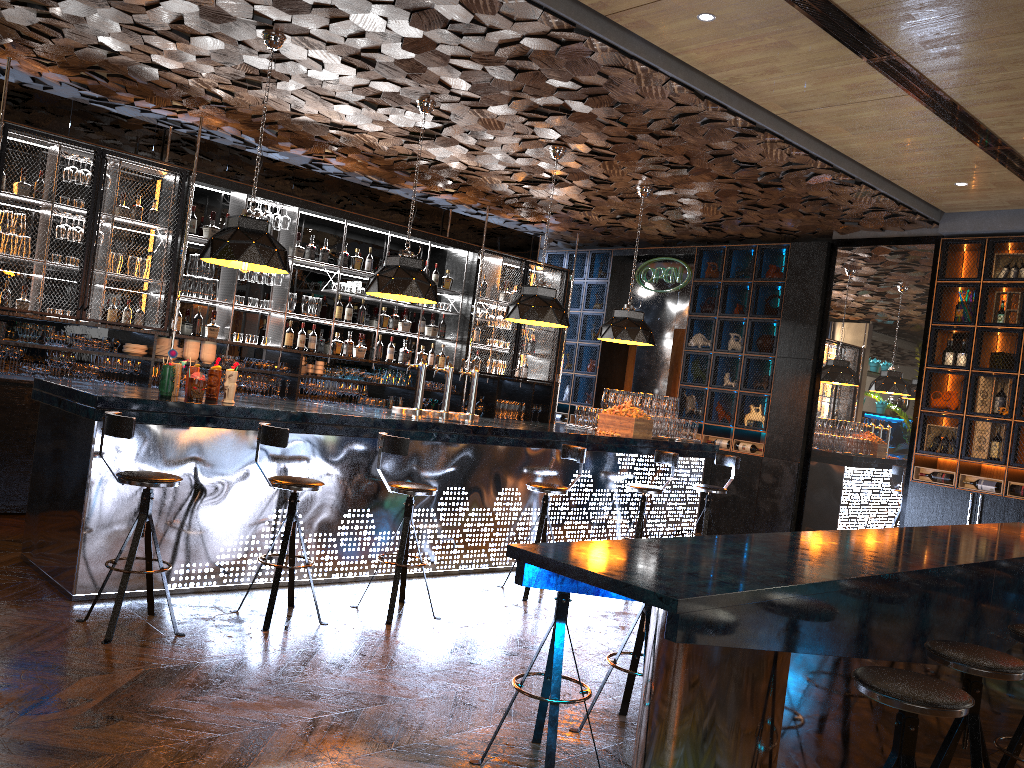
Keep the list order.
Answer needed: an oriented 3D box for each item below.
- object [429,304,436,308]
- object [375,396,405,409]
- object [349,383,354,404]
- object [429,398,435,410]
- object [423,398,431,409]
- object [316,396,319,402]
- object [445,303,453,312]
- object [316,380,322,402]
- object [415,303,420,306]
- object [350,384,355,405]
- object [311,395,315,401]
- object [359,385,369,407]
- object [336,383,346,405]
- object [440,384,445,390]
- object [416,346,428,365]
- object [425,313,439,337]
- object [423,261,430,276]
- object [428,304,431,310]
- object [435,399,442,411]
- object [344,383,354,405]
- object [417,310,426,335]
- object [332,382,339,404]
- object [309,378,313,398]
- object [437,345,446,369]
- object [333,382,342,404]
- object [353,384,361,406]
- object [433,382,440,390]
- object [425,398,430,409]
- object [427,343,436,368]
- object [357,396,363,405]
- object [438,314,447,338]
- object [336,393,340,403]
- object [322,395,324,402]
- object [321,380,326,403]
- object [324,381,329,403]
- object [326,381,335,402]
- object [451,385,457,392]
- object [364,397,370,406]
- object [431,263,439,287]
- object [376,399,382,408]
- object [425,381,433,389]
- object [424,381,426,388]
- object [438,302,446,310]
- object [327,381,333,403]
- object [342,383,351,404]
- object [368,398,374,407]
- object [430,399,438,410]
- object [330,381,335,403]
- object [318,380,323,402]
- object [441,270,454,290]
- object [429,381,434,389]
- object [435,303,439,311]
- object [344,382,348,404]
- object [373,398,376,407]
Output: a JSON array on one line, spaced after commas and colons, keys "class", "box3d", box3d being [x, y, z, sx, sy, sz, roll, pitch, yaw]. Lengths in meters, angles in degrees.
[{"class": "object", "box3d": [-0.931, -0.925, 10.368, 0.089, 0.092, 0.089, 7, 0, -44]}, {"class": "object", "box3d": [-1.386, 0.204, 10.002, 0.356, 0.134, 0.206, 7, 0, -36]}, {"class": "object", "box3d": [-1.763, 0.109, 9.833, 0.091, 0.229, 0.091, 7, 0, 44]}, {"class": "object", "box3d": [-0.957, 0.250, 10.607, 0.107, 0.152, 0.107, 7, 0, -37]}, {"class": "object", "box3d": [-1.004, 0.246, 10.252, 0.106, 0.148, 0.106, 7, 0, -25]}, {"class": "object", "box3d": [-2.040, 0.070, 9.379, 0.058, 0.234, 0.058, 7, 0, -10]}, {"class": "object", "box3d": [-0.753, -0.902, 10.493, 0.089, 0.092, 0.089, 7, 0, 33]}, {"class": "object", "box3d": [-2.018, 0.073, 9.257, 0.058, 0.234, 0.058, 7, 0, 0]}, {"class": "object", "box3d": [-1.093, -0.946, 10.366, 0.089, 0.092, 0.089, 7, 0, 1]}, {"class": "object", "box3d": [-1.729, 0.113, 9.704, 0.091, 0.229, 0.091, 7, 0, 40]}, {"class": "object", "box3d": [-2.099, 0.063, 9.446, 0.058, 0.234, 0.058, 7, 0, 24]}, {"class": "object", "box3d": [-1.610, 0.128, 9.660, 0.091, 0.229, 0.091, 7, 0, 19]}, {"class": "object", "box3d": [-1.819, 0.101, 9.460, 0.091, 0.229, 0.091, 7, 0, 33]}, {"class": "object", "box3d": [-0.804, 0.039, 10.424, 0.088, 0.070, 0.098, 7, 0, -8]}, {"class": "object", "box3d": [-1.055, -0.322, 10.367, 0.151, 0.248, 0.094, 7, 0, -34]}, {"class": "object", "box3d": [-0.936, -0.689, 10.417, 0.123, 0.279, 0.123, 7, 0, 36]}, {"class": "object", "box3d": [-1.003, -1.284, 10.307, 0.086, 0.299, 0.086, 7, 0, 6]}, {"class": "object", "box3d": [-0.952, -0.928, 10.512, 0.089, 0.092, 0.089, 7, 0, 33]}, {"class": "object", "box3d": [-0.866, 0.262, 10.515, 0.107, 0.152, 0.107, 7, 0, -29]}, {"class": "object", "box3d": [-1.748, 0.111, 9.534, 0.091, 0.229, 0.091, 7, 0, 4]}, {"class": "object", "box3d": [-1.051, -0.715, 10.336, 0.086, 0.298, 0.086, 7, 0, 6]}, {"class": "object", "box3d": [-1.866, 0.094, 9.389, 0.049, 0.231, 0.049, 7, 0, 42]}, {"class": "object", "box3d": [-2.157, 0.056, 9.501, 0.058, 0.234, 0.058, 7, 0, 1]}, {"class": "object", "box3d": [-0.836, -0.319, 10.572, 0.080, 0.299, 0.080, 7, 0, -41]}, {"class": "object", "box3d": [-1.868, 0.095, 9.575, 0.091, 0.229, 0.091, 7, 0, -22]}, {"class": "object", "box3d": [-1.681, 0.119, 9.596, 0.091, 0.229, 0.091, 7, 0, -16]}, {"class": "object", "box3d": [-0.874, 0.024, 10.306, 0.084, 0.082, 0.084, 7, 0, 29]}, {"class": "object", "box3d": [-1.000, 0.246, 10.418, 0.106, 0.148, 0.106, 7, 0, -15]}, {"class": "object", "box3d": [-0.950, -0.334, 10.483, 0.086, 0.298, 0.086, 7, 0, 6]}, {"class": "object", "box3d": [-1.688, 0.184, 9.875, 0.067, 0.100, 0.067, 7, 0, 39]}, {"class": "object", "box3d": [-0.823, -0.686, 10.545, 0.086, 0.299, 0.086, 7, 0, 6]}, {"class": "object", "box3d": [-1.904, 0.091, 9.697, 0.091, 0.229, 0.091, 7, 0, 9]}, {"class": "object", "box3d": [-2.001, 0.077, 9.436, 0.049, 0.231, 0.049, 7, 0, -7]}, {"class": "object", "box3d": [-1.983, 0.078, 9.303, 0.058, 0.234, 0.058, 7, 0, -40]}, {"class": "object", "box3d": [-1.964, 0.082, 9.386, 0.049, 0.231, 0.049, 7, 0, -34]}, {"class": "object", "box3d": [-1.971, 0.082, 9.634, 0.091, 0.229, 0.091, 7, 0, -7]}, {"class": "object", "box3d": [-0.696, 0.052, 10.457, 0.088, 0.070, 0.098, 7, 0, -33]}, {"class": "object", "box3d": [-1.605, 0.194, 9.800, 0.067, 0.100, 0.067, 7, 0, 39]}, {"class": "object", "box3d": [-0.903, -1.271, 10.440, 0.086, 0.298, 0.086, 7, 0, 6]}, {"class": "object", "box3d": [-1.462, 0.213, 9.779, 0.067, 0.099, 0.067, 7, 0, 19]}, {"class": "object", "box3d": [-0.960, 0.013, 10.225, 0.084, 0.082, 0.084, 7, 0, -25]}, {"class": "object", "box3d": [-1.032, 0.004, 10.159, 0.084, 0.082, 0.084, 7, 0, -42]}, {"class": "object", "box3d": [-0.822, -0.911, 10.419, 0.089, 0.092, 0.089, 7, 0, -4]}, {"class": "object", "box3d": [-1.920, 0.087, 9.337, 0.049, 0.231, 0.049, 7, 0, -32]}, {"class": "object", "box3d": [-1.799, 0.104, 9.641, 0.091, 0.229, 0.091, 7, 0, -11]}, {"class": "object", "box3d": [-1.539, 0.203, 9.709, 0.067, 0.100, 0.067, 7, 0, 39]}, {"class": "object", "box3d": [-0.921, 0.256, 10.334, 0.106, 0.148, 0.106, 7, 0, -33]}, {"class": "object", "box3d": [-1.908, 0.089, 9.437, 0.049, 0.231, 0.049, 7, 0, -39]}, {"class": "object", "box3d": [-2.049, 0.071, 9.480, 0.049, 0.231, 0.049, 7, 0, 36]}, {"class": "object", "box3d": [-0.769, -1.228, 10.526, 0.151, 0.248, 0.094, 7, 0, -14]}, {"class": "object", "box3d": [-0.953, 0.014, 10.366, 0.084, 0.082, 0.084, 7, 0, -37]}, {"class": "object", "box3d": [-0.881, -0.918, 10.596, 0.089, 0.092, 0.089, 7, 0, -4]}, {"class": "object", "box3d": [-1.833, 0.100, 9.762, 0.091, 0.229, 0.091, 7, 0, 15]}, {"class": "object", "box3d": [-1.547, 0.203, 9.870, 0.067, 0.099, 0.067, 7, 0, 19]}]
